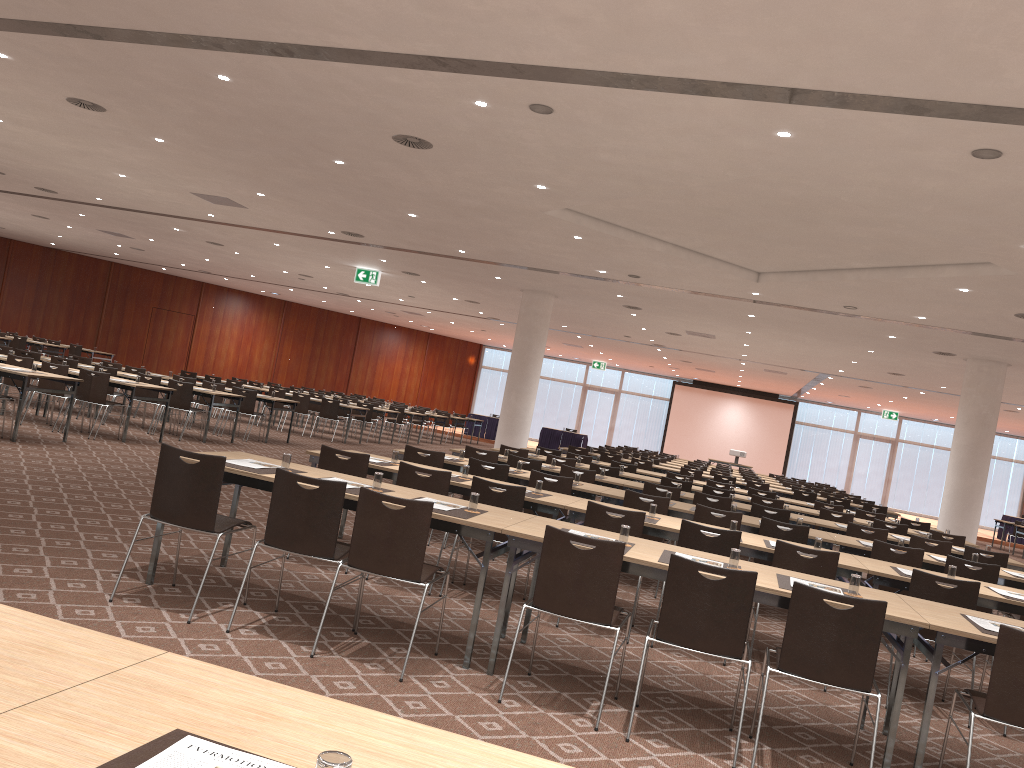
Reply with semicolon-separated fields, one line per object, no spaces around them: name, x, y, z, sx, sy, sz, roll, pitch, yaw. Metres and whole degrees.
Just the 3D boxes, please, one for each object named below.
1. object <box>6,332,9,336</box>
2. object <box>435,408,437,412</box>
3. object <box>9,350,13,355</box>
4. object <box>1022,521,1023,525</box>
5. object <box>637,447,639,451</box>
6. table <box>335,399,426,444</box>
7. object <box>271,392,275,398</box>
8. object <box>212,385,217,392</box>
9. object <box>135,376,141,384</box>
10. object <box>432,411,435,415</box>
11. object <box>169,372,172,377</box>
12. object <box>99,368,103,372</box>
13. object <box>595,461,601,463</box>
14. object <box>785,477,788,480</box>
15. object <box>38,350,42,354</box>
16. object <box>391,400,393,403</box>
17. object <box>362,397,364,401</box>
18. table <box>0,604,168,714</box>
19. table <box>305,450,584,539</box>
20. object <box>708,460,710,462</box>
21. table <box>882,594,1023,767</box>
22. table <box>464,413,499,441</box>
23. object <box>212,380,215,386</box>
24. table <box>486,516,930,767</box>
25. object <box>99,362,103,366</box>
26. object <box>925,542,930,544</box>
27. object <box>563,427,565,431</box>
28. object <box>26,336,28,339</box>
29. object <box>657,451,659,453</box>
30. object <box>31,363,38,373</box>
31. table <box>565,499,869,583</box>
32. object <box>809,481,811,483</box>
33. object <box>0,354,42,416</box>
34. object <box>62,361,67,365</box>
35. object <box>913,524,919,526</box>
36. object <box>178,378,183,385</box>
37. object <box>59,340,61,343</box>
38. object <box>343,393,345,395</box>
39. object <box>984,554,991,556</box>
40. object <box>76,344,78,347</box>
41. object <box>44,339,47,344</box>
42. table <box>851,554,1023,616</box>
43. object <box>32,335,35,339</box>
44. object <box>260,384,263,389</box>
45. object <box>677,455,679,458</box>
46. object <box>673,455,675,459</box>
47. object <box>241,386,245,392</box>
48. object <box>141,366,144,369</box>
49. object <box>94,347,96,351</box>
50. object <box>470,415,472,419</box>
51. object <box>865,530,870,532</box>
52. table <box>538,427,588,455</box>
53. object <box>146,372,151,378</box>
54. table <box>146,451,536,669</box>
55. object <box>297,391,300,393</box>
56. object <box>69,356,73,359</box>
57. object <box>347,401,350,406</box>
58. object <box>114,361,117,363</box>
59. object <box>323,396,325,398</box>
object;-14.253;-1.408;25.053;0.054;0.114;0.054;11;-1;-42
object;-2.608;0.889;30.331;0.054;0.114;0.054;11;-1;3
object;-7.686;-0.458;13.592;0.054;0.114;0.054;11;-1;-42
object;14.918;4.049;25.881;0.054;0.114;0.054;11;-1;3
object;4.058;2.091;28.633;0.054;0.114;0.054;11;-1;-20
table;-3.644;1.040;24.433;2.266;0.833;0.954;10;-1;14
object;-4.558;0.205;16.921;0.054;0.114;0.054;11;-1;3
object;-5.028;0.070;14.980;0.054;0.114;0.054;11;-1;3
object;-5.501;-0.064;13.041;0.054;0.114;0.054;10;-1;25
object;-2.315;0.843;26.139;0.054;0.114;0.054;11;-1;3
object;-6.735;-0.188;17.485;0.054;0.114;0.054;11;-1;-42
object;-6.124;-0.176;13.202;0.054;0.114;0.054;10;-1;25
object;1.486;1.353;15.391;0.102;0.001;0.102;12;-2;-42
object;7.923;2.738;25.597;0.054;0.114;0.054;11;-1;-42
object;-8.438;-0.544;15.845;0.054;0.114;0.054;11;-1;-20
object;-4.169;0.607;30.723;0.054;0.114;0.054;11;-1;-20
object;-4.488;0.451;26.689;0.054;0.114;0.054;11;-1;-20
table;-2.058;0.795;1.838;2.266;0.833;0.954;10;-1;14
table;-0.630;1.201;7.700;2.266;0.833;0.954;10;-1;14
object;6.226;2.482;28.097;0.054;0.114;0.054;11;-1;-42
table;3.230;1.848;4.658;2.266;0.833;0.954;10;-1;14
table;-0.843;1.648;33.228;1.711;0.832;1.042;10;-1;14
object;-5.808;-0.021;17.245;0.054;0.114;0.054;11;-1;3
table;1.064;1.457;5.209;2.266;0.833;0.954;10;-1;14
object;-7.201;-0.321;15.534;0.054;0.114;0.054;11;-1;-20
object;4.881;1.866;10.405;0.102;0.001;0.102;12;-2;-42
object;1.910;1.656;32.647;0.054;0.114;0.054;10;-1;25
object;-13.630;-1.295;24.896;0.054;0.114;0.054;11;-1;-42
object;4.678;2.202;28.484;0.054;0.114;0.054;11;-1;-42
object;-5.986;-0.201;11.117;0.054;0.114;0.054;11;-1;3
table;1.536;1.592;7.149;2.266;0.833;0.954;10;-1;14
object;8.535;2.848;25.440;0.054;0.114;0.054;11;-1;-42
object;-8.528;-0.124;13.829;2.266;0.833;0.954;10;-1;14
object;-6.744;-0.288;13.356;0.054;0.114;0.054;10;-1;25
object;6.436;2.245;14.116;0.102;0.001;0.102;11;-1;-20
object;-5.661;-0.044;15.148;0.054;0.114;0.054;11;-1;3
object;-13.770;-1.271;26.997;0.054;0.114;0.054;11;-1;-20
object;-5.099;0.341;26.844;0.054;0.114;0.054;11;-1;-20
object;5.492;1.976;10.235;0.102;0.001;0.102;11;-1;-20
object;-13.166;-1.162;26.850;0.054;0.114;0.054;11;-1;-20
object;-13.012;-1.184;24.750;0.054;0.114;0.054;11;-1;-42
table;3.702;1.982;6.598;2.266;0.833;0.954;10;-1;14
object;-14.697;-1.438;27.229;0.054;0.114;0.054;11;-1;-42
object;-5.902;0.049;20.880;0.054;0.114;0.054;11;-1;-42
object;5.310;2.316;28.325;0.054;0.114;0.054;11;-1;-42
object;4.828;2.180;26.386;0.054;0.114;0.054;11;-1;-42
object;-5.191;0.091;17.085;0.054;0.114;0.054;11;-1;3
object;-7.348;-0.298;17.631;0.054;0.114;0.054;11;-1;-42
object;-12.543;-1.050;26.680;0.054;0.114;0.054;11;-1;-20
object;-1.375;1.111;30.022;0.054;0.114;0.054;11;-1;3
object;4.254;1.753;10.559;0.102;0.001;0.102;12;-2;-42
table;1.871;2.137;32.537;1.711;0.832;1.042;10;-1;14
object;-6.275;-0.154;15.301;0.054;0.114;0.054;11;-1;3
table;-1.102;1.067;5.760;2.266;0.833;0.954;10;-1;14
object;-4.973;0.216;20.644;0.054;0.114;0.054;11;-1;-20
object;-7.816;-0.432;15.700;0.054;0.114;0.054;11;-1;-20
object;-3.747;0.437;20.317;0.054;0.114;0.054;11;-1;-20
object;-7.960;-0.408;17.798;0.054;0.114;0.054;11;-1;-42
object;-4.352;0.328;20.484;0.054;0.114;0.054;11;-1;-20
